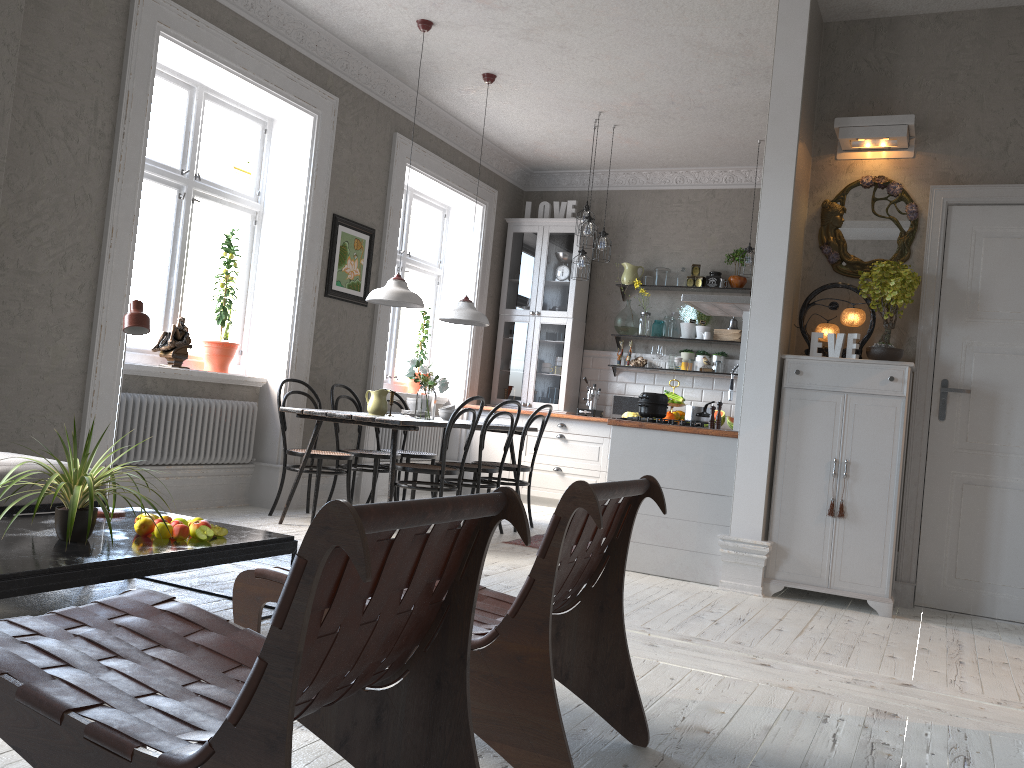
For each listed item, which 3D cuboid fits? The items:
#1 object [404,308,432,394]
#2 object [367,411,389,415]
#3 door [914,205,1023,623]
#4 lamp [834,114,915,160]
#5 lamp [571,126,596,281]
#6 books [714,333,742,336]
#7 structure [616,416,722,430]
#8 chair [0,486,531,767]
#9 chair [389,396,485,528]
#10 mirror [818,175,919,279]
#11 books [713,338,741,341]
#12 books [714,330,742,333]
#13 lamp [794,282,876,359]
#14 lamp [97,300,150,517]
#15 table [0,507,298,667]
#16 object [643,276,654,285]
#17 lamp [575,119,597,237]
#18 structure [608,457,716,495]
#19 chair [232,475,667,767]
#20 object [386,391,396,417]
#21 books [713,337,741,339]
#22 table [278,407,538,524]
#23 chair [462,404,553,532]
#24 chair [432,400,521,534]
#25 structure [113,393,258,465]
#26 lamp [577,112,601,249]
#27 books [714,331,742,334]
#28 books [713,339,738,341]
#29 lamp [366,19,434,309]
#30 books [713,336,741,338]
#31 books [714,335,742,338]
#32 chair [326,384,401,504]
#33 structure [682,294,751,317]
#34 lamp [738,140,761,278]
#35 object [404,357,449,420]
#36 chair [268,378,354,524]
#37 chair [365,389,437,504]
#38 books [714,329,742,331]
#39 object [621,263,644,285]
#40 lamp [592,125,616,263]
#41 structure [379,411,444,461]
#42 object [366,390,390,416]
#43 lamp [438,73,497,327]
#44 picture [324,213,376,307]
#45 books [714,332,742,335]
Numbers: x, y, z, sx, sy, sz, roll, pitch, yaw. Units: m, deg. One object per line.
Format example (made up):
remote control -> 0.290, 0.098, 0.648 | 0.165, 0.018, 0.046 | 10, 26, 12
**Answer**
object -> -0.850, -0.312, 8.225 | 0.265, 0.813, 0.254 | 7, -2, -37
object -> -0.939, 0.156, 6.296 | 0.139, 0.112, 0.140 | 5, -2, 8
door -> 2.615, 0.136, 4.661 | 0.739, 2.183, 0.081 | 5, -2, 24
lamp -> 2.025, -1.376, 4.951 | 0.409, 0.171, 0.223 | 5, -2, 25
lamp -> 0.656, -1.743, 7.477 | 0.147, 1.735, 0.146 | 6, -2, -8
books -> 2.021, -0.450, 8.223 | 0.256, 0.011, 0.160 | 5, -2, 28
structure -> 0.968, 0.233, 5.404 | 0.488, 0.031, 0.615 | 5, -2, 26
chair -> -0.545, 0.495, 1.563 | 1.000, 0.721, 0.516 | 5, -2, 25
chair -> -0.490, 0.509, 5.507 | 0.541, 0.921, 0.444 | 5, -2, 23
mirror -> 2.010, -0.893, 5.011 | 0.524, 0.593, 0.072 | 5, -2, 25
books -> 2.017, -0.406, 8.222 | 0.256, 0.011, 0.160 | 5, -2, 31
books -> 2.025, -0.481, 8.224 | 0.256, 0.016, 0.161 | 5, -2, 34
lamp -> 1.794, -0.285, 4.917 | 0.441, 0.558, 0.175 | 5, -2, 33
lamp -> -1.510, 0.094, 3.408 | 0.140, 0.839, 0.247 | 7, -2, -29
table -> -1.499, 0.653, 2.954 | 0.835, 0.303, 1.331 | 5, -2, 26
object -> 1.320, -0.989, 8.580 | 0.101, 0.111, 0.105 | 5, -2, 25
lamp -> 0.680, -2.087, 7.315 | 0.145, 1.735, 0.148 | 5, -2, 12
structure -> 0.953, 0.597, 5.378 | 0.608, 0.623, 0.632 | 5, -2, 25
chair -> -0.164, 0.554, 2.344 | 1.000, 0.721, 0.516 | 5, -2, 25
object -> -0.796, 0.131, 5.845 | 0.058, 0.167, 0.060 | 4, -2, 39
books -> 2.018, -0.417, 8.222 | 0.255, 0.016, 0.161 | 4, -2, 38
table -> -0.658, 0.605, 6.191 | 0.890, 0.735, 1.951 | 5, -2, 26
chair -> -0.025, 0.581, 6.429 | 0.541, 0.921, 0.444 | 5, -2, 23
chair -> -0.256, 0.546, 5.996 | 0.538, 0.921, 0.446 | 5, -2, 33
structure -> -2.069, 0.295, 5.619 | 0.146, 0.428, 1.242 | 5, -2, 24
lamp -> 0.681, -1.961, 7.127 | 0.148, 1.735, 0.145 | 6, -2, -18
books -> 2.023, -0.471, 8.224 | 0.255, 0.016, 0.161 | 4, -2, 38
books -> 2.016, -0.395, 8.221 | 0.256, 0.011, 0.160 | 5, -2, 28
lamp -> -0.660, -1.434, 5.742 | 0.386, 1.859, 0.372 | 7, -2, -27
books -> 2.019, -0.428, 8.222 | 0.256, 0.016, 0.161 | 5, -2, 34
books -> 2.020, -0.438, 8.223 | 0.256, 0.011, 0.160 | 5, -2, 31
chair -> -1.069, 0.477, 6.412 | 0.541, 0.921, 0.444 | 5, -2, 23
structure -> 1.729, -1.314, 6.347 | 0.701, 1.596, 0.723 | 5, -2, 25
lamp -> 2.048, -1.764, 7.423 | 0.149, 1.735, 0.144 | 7, -2, -33
object -> -0.566, 0.030, 5.883 | 0.307, 0.414, 0.255 | 5, -2, 24
chair -> -1.313, 0.439, 5.904 | 0.538, 0.921, 0.446 | 5, -2, 33
chair -> -0.837, 0.512, 6.848 | 0.538, 0.921, 0.447 | 4, -2, 38
books -> 2.026, -0.492, 8.224 | 0.256, 0.011, 0.160 | 5, -2, 31
object -> 1.157, -1.058, 8.595 | 0.187, 0.216, 0.177 | 4, -2, 39
lamp -> 0.827, -1.888, 7.407 | 0.145, 1.735, 0.148 | 5, -2, 12
structure -> -0.942, 0.471, 7.929 | 0.146, 0.428, 1.242 | 5, -2, 24
object -> -0.882, 0.119, 5.791 | 0.151, 0.170, 0.134 | 6, -2, -13
lamp -> -0.262, -1.372, 6.556 | 0.372, 1.859, 0.387 | 5, -2, 33
picture -> -1.224, -0.929, 6.738 | 0.019, 0.620, 0.529 | 5, -2, 26
books -> 2.022, -0.460, 8.223 | 0.256, 0.011, 0.160 | 5, -2, 31
